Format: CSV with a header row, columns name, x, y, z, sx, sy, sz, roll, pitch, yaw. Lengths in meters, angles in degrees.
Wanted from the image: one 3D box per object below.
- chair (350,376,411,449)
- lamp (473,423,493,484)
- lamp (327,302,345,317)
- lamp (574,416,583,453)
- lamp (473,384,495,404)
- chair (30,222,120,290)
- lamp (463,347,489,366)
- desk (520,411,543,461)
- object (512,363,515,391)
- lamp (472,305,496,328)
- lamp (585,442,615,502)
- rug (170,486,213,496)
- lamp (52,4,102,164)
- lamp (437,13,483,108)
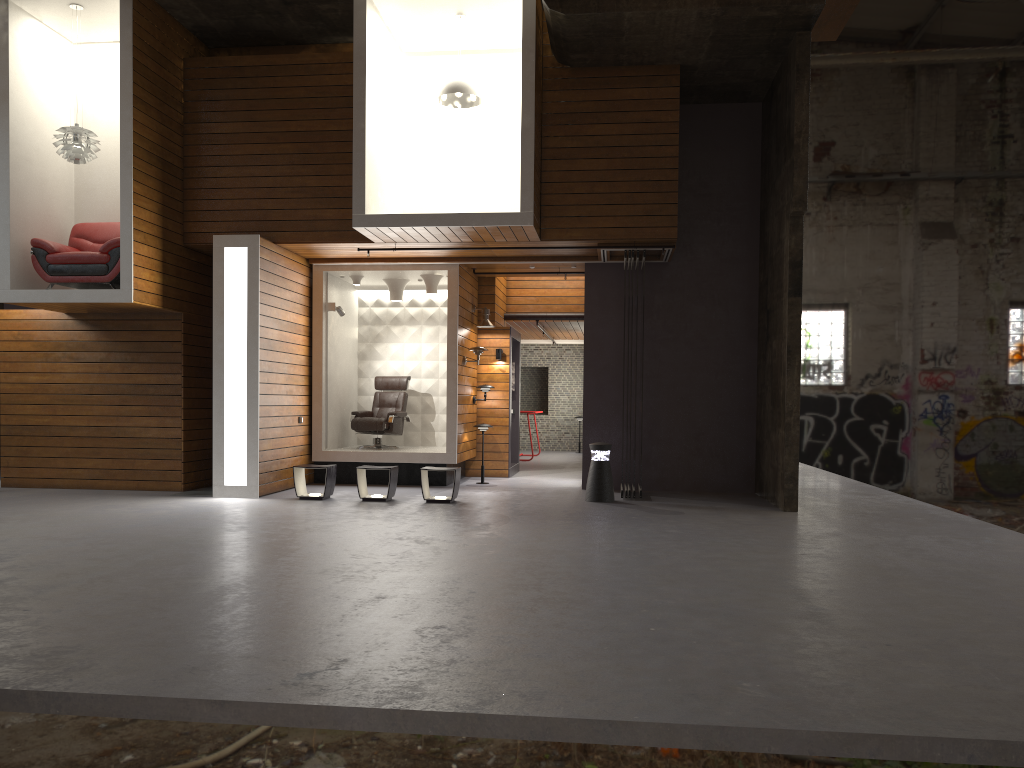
name,x,y,z,sx,sy,sz,roll,pitch,yaw
chair,-1.927,0.408,13.048,0.755,1.073,0.824,1,1,22
lamp,-0.413,0.984,12.583,0.287,0.863,0.287,0,1,-8
lamp,-2.419,-1.028,12.222,0.249,0.188,0.129,1,1,-24
lamp,1.569,1.169,20.516,0.287,0.863,0.287,1,1,4
lamp,-0.417,0.150,13.228,0.326,0.297,0.288,1,0,7
chair,-4.887,-1.521,10.503,1.200,0.938,0.952,1,0,7
lamp,-0.502,-0.391,12.328,0.351,0.271,0.288,1,0,7
desk,0.147,1.055,18.288,0.844,0.986,1.715,1,0,7
object,-0.143,-0.120,14.818,0.380,0.479,0.048,1,2,7
lamp,-0.413,-1.004,13.053,0.346,0.331,0.294,1,0,9
lamp,1.048,1.040,10.515,0.348,0.697,0.348,1,1,12
rug,-3.749,1.349,11.343,0.540,0.014,1.577,0,-1,7
lamp,-4.957,-3.418,10.087,0.512,1.776,0.487,0,2,-29
lamp,-0.602,-3.783,10.273,0.530,0.988,0.529,1,1,19
